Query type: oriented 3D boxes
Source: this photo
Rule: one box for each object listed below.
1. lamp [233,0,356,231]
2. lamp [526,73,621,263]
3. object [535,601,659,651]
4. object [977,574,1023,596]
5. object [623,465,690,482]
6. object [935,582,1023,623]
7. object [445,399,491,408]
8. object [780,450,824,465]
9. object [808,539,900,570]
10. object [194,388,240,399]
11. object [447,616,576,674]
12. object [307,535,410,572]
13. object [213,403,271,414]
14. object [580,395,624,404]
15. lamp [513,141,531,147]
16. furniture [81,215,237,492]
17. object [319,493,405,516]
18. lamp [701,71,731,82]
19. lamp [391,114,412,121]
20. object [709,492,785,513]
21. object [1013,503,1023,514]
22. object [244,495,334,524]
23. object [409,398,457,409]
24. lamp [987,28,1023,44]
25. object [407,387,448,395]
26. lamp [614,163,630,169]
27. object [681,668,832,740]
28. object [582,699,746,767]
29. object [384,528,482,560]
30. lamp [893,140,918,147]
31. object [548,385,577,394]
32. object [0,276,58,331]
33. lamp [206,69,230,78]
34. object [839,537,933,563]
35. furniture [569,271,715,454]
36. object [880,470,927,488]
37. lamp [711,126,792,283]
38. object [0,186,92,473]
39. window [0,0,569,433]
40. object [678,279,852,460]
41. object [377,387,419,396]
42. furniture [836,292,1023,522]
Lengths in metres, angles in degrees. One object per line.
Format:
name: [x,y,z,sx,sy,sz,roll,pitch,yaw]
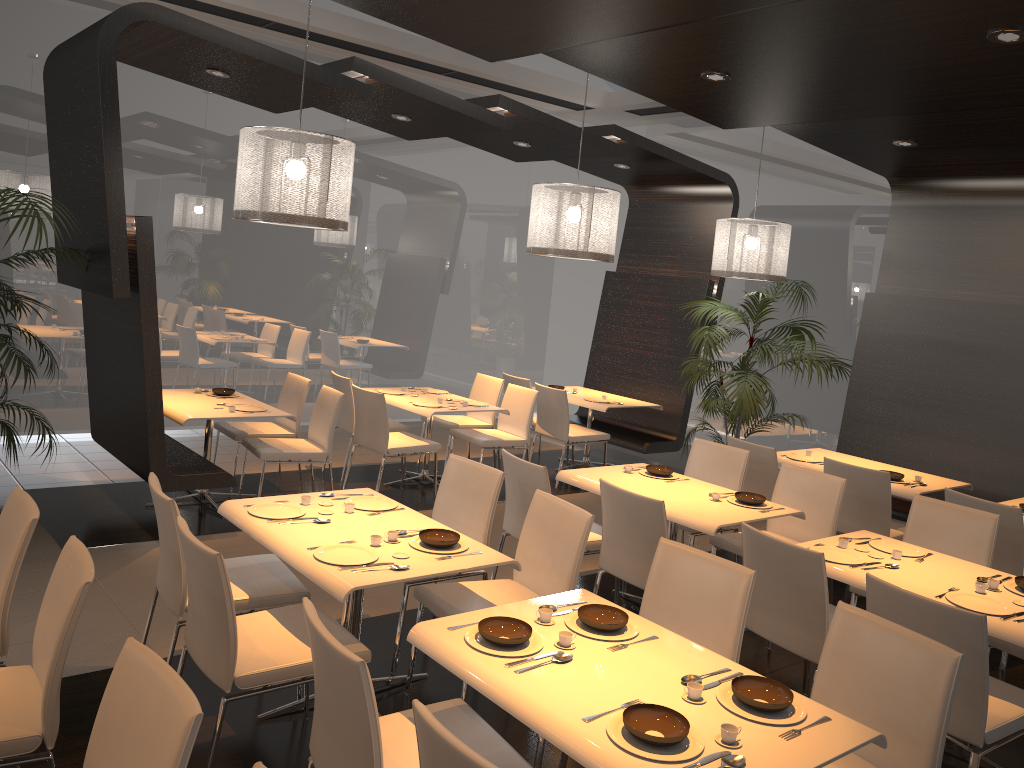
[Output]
lamp: [-1.142,-1.843,4.901,0.626,1.923,0.630,5,3,-12]
lamp: [0.504,-1.851,6.250,0.626,1.923,0.630,5,3,-12]
object: [0.255,0.765,2.879,0.303,0.044,0.367,0,9,-40]
object: [2.152,0.848,3.691,0.303,0.044,0.367,0,9,-40]
object: [0.844,0.522,5.300,0.303,0.044,0.367,0,9,-40]
object: [1.901,0.855,3.467,0.334,0.037,0.379,-2,10,-45]
object: [-0.377,0.145,7.398,0.379,0.037,0.335,11,9,39]
object: [2.151,0.526,6.313,0.334,0.037,0.379,-2,10,-45]
object: [1.515,0.759,3.941,0.334,0.037,0.379,-2,10,-45]
object: [-2.205,0.060,6.637,0.303,0.044,0.367,0,9,-40]
object: [0.017,0.766,2.691,0.303,0.044,0.367,0,9,-40]
object: [-0.556,0.635,3.320,0.334,0.037,0.379,-2,10,-45]
object: [-1.892,0.153,6.155,0.379,0.037,0.335,11,9,39]
object: [0.866,0.148,8.346,0.334,0.037,0.379,-2,10,-45]
lamp: [0.092,-2.140,7.834,0.161,0.055,0.162,-1,9,-45]
furniture: [-2.432,-0.273,5.989,0.755,1.669,1.411,3,5,-39]
object: [-0.709,0.529,4.051,0.379,0.037,0.335,11,9,39]
lamp: [1.118,-1.697,4.840,0.161,0.050,0.162,1,8,-34]
lamp: [-0.879,-2.135,7.040,0.161,0.055,0.162,-1,9,-45]
object: [1.252,0.623,4.798,0.303,0.044,0.367,0,9,-40]
object: [3.128,0.753,5.222,0.303,0.044,0.367,0,9,-40]
object: [-0.941,0.539,3.794,0.334,0.037,0.379,-2,10,-45]
object: [-0.613,0.158,7.112,0.334,0.037,0.379,-2,10,-45]
lamp: [2.065,-1.460,3.673,0.161,0.050,0.162,1,8,-34]
object: [-0.752,0.049,7.883,0.379,0.037,0.335,11,9,39]
lamp: [1.078,-2.145,8.642,0.161,0.055,0.162,-1,9,-45]
object: [0.648,0.858,2.438,0.303,0.044,0.367,0,9,-40]
object: [0.397,0.863,2.204,0.303,0.044,0.367,0,9,-40]
object: [-0.332,0.624,3.558,0.303,0.044,0.367,0,9,-40]
lamp: [2.748,-1.696,6.177,0.161,0.050,0.162,1,8,-34]
object: [0.483,0.048,8.827,0.303,0.044,0.367,0,9,-40]
object: [-4.137,-0.317,5.860,1.564,2.052,1.510,6,4,12]
lamp: [-2.027,-2.156,6.096,0.160,0.054,0.161,1,8,-34]
object: [1.746,0.755,4.153,0.379,0.037,0.335,11,9,39]
furniture: [1.164,-0.291,8.935,0.755,1.669,1.411,3,5,-39]
object: [2.553,0.617,5.867,0.303,0.044,0.367,0,9,-40]
lamp: [2.125,-1.859,7.577,0.626,1.923,0.630,5,3,-8]
object: [-3.287,-0.148,5.162,1.514,2.052,1.559,10,6,44]
window: [-1.887,-1.504,9.244,6.570,3.963,0.070,1,5,-39]
object: [2.125,0.034,7.919,1.501,2.052,1.572,3,5,-26]
object: [-0.972,0.062,7.601,0.334,0.037,0.379,-2,10,-45]
furniture: [3.545,0.296,6.074,0.755,1.668,2.922,3,6,-39]
